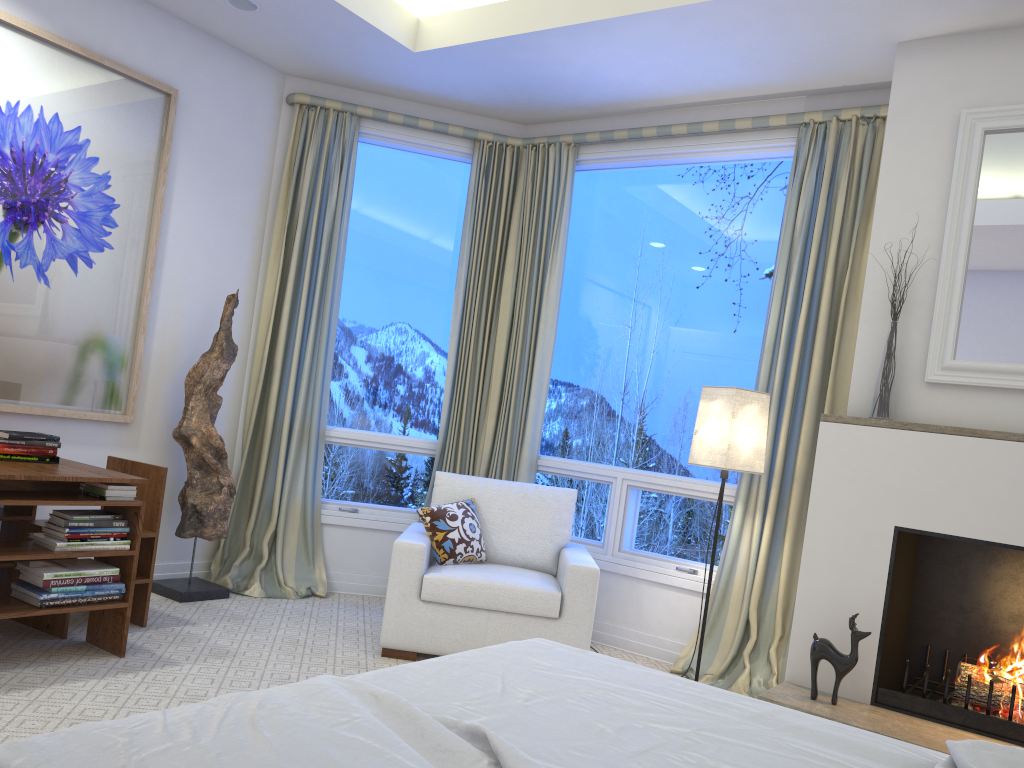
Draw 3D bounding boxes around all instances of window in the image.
[{"bbox_3d":[0.702,-0.117,4.144,1.508,2.026,0.206,7,0,35],"label":"window"},{"bbox_3d":[1.780,-0.040,2.821,6.823,2.026,0.817,6,-1,35],"label":"window"}]

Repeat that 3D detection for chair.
[{"bbox_3d":[-1.573,0.584,3.289,0.339,0.610,0.341,7,-1,30],"label":"chair"},{"bbox_3d":[-0.071,0.762,3.700,0.806,0.706,0.688,8,-1,0],"label":"chair"}]

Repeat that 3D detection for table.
[{"bbox_3d":[-1.827,0.535,2.908,0.897,0.600,0.743,6,-2,35],"label":"table"}]

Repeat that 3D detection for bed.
[{"bbox_3d":[0.126,0.574,0.641,1.963,0.814,2.028,6,-3,34],"label":"bed"}]

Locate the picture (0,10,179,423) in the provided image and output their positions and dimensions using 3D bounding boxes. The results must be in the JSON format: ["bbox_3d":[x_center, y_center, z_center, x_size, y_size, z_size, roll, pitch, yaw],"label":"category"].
[{"bbox_3d":[-2.031,-0.654,3.165,0.030,1.460,1.687,8,-1,35],"label":"picture"}]

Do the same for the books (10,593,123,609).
[{"bbox_3d":[-1.450,0.684,2.887,0.191,0.032,0.277,6,-4,35],"label":"books"}]

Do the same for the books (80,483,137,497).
[{"bbox_3d":[-1.340,0.352,2.940,0.153,0.022,0.112,6,-3,35],"label":"books"}]

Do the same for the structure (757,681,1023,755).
[{"bbox_3d":[1.460,1.183,2.604,1.450,0.172,0.330,6,-3,35],"label":"structure"}]

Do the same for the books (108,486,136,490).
[{"bbox_3d":[-1.332,0.335,2.939,0.139,0.012,0.101,6,-4,35],"label":"books"}]

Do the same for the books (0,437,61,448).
[{"bbox_3d":[-1.664,0.194,3.013,0.124,0.020,0.206,5,-4,45],"label":"books"}]

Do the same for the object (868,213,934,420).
[{"bbox_3d":[1.318,-0.221,3.037,0.189,0.693,0.192,8,0,-27],"label":"object"}]

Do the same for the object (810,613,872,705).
[{"bbox_3d":[1.078,0.907,2.926,0.179,0.307,0.097,7,0,22],"label":"object"}]

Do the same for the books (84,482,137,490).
[{"bbox_3d":[-1.332,0.335,2.939,0.142,0.013,0.103,6,-4,35],"label":"books"}]

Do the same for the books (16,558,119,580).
[{"bbox_3d":[-1.439,0.598,2.871,0.179,0.022,0.250,6,-4,35],"label":"books"}]

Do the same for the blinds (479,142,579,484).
[{"bbox_3d":[-0.015,-0.034,4.366,0.523,2.368,0.267,8,0,28],"label":"blinds"}]

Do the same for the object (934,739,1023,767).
[{"bbox_3d":[0.797,0.724,0.823,0.910,0.466,0.721,6,-2,31],"label":"object"}]

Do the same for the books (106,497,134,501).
[{"bbox_3d":[-1.338,0.370,2.937,0.139,0.012,0.102,6,-4,35],"label":"books"}]

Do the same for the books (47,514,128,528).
[{"bbox_3d":[-1.392,0.450,2.908,0.124,0.026,0.206,5,-4,40],"label":"books"}]

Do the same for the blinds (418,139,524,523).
[{"bbox_3d":[-0.193,-0.056,4.434,0.525,2.371,0.269,8,0,-12],"label":"blinds"}]

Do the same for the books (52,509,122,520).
[{"bbox_3d":[-1.392,0.428,2.902,0.112,0.017,0.178,6,-4,35],"label":"books"}]

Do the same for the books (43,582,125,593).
[{"bbox_3d":[-1.420,0.650,2.896,0.168,0.018,0.235,5,-4,40],"label":"books"}]

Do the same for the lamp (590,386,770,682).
[{"bbox_3d":[0.363,0.583,3.956,0.277,1.205,1.524,8,-1,-43],"label":"lamp"}]

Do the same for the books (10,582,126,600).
[{"bbox_3d":[-1.438,0.663,2.877,0.181,0.018,0.285,6,-4,35],"label":"books"}]

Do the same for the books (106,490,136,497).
[{"bbox_3d":[-1.340,0.352,2.940,0.150,0.020,0.109,6,-4,35],"label":"books"}]

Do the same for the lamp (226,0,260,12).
[{"bbox_3d":[-1.098,-1.543,3.610,0.137,0.014,0.137,7,-3,7],"label":"lamp"}]

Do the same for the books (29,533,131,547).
[{"bbox_3d":[-1.414,0.507,2.899,0.179,0.015,0.250,6,-4,35],"label":"books"}]

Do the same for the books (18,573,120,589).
[{"bbox_3d":[-1.437,0.624,2.881,0.155,0.033,0.258,6,-4,35],"label":"books"}]

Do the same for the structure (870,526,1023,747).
[{"bbox_3d":[1.738,0.845,2.932,0.872,0.615,0.477,6,-2,35],"label":"structure"}]

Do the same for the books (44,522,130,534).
[{"bbox_3d":[-1.395,0.470,2.907,0.136,0.017,0.218,6,-4,35],"label":"books"}]

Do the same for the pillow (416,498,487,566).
[{"bbox_3d":[-0.240,0.608,3.677,0.186,0.272,0.286,7,-2,44],"label":"pillow"}]

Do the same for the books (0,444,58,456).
[{"bbox_3d":[-1.671,0.218,3.009,0.131,0.031,0.191,5,-4,40],"label":"books"}]

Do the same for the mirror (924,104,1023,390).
[{"bbox_3d":[1.822,-0.439,2.800,0.837,0.940,0.039,7,0,35],"label":"mirror"}]

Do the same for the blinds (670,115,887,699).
[{"bbox_3d":[1.110,0.077,3.581,0.658,2.368,0.229,8,0,40],"label":"blinds"}]

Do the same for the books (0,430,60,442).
[{"bbox_3d":[-1.660,0.176,3.013,0.125,0.018,0.181,6,-3,30],"label":"books"}]

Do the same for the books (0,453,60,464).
[{"bbox_3d":[-1.678,0.245,3.019,0.213,0.027,0.154,10,-4,-40],"label":"books"}]

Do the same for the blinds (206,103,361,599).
[{"bbox_3d":[-1.051,-0.186,4.235,0.643,2.374,0.294,8,0,-14],"label":"blinds"}]

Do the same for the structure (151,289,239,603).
[{"bbox_3d":[-1.364,0.255,3.970,0.263,1.393,0.306,8,0,36],"label":"structure"}]

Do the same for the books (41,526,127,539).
[{"bbox_3d":[-1.399,0.484,2.897,0.145,0.015,0.210,6,-4,35],"label":"books"}]

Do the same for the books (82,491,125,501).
[{"bbox_3d":[-1.338,0.370,2.937,0.142,0.013,0.103,6,-4,35],"label":"books"}]

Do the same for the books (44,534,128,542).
[{"bbox_3d":[-1.395,0.498,2.901,0.147,0.011,0.206,6,-4,35],"label":"books"}]

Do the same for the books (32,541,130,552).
[{"bbox_3d":[-1.409,0.522,2.900,0.172,0.017,0.240,5,-4,40],"label":"books"}]
